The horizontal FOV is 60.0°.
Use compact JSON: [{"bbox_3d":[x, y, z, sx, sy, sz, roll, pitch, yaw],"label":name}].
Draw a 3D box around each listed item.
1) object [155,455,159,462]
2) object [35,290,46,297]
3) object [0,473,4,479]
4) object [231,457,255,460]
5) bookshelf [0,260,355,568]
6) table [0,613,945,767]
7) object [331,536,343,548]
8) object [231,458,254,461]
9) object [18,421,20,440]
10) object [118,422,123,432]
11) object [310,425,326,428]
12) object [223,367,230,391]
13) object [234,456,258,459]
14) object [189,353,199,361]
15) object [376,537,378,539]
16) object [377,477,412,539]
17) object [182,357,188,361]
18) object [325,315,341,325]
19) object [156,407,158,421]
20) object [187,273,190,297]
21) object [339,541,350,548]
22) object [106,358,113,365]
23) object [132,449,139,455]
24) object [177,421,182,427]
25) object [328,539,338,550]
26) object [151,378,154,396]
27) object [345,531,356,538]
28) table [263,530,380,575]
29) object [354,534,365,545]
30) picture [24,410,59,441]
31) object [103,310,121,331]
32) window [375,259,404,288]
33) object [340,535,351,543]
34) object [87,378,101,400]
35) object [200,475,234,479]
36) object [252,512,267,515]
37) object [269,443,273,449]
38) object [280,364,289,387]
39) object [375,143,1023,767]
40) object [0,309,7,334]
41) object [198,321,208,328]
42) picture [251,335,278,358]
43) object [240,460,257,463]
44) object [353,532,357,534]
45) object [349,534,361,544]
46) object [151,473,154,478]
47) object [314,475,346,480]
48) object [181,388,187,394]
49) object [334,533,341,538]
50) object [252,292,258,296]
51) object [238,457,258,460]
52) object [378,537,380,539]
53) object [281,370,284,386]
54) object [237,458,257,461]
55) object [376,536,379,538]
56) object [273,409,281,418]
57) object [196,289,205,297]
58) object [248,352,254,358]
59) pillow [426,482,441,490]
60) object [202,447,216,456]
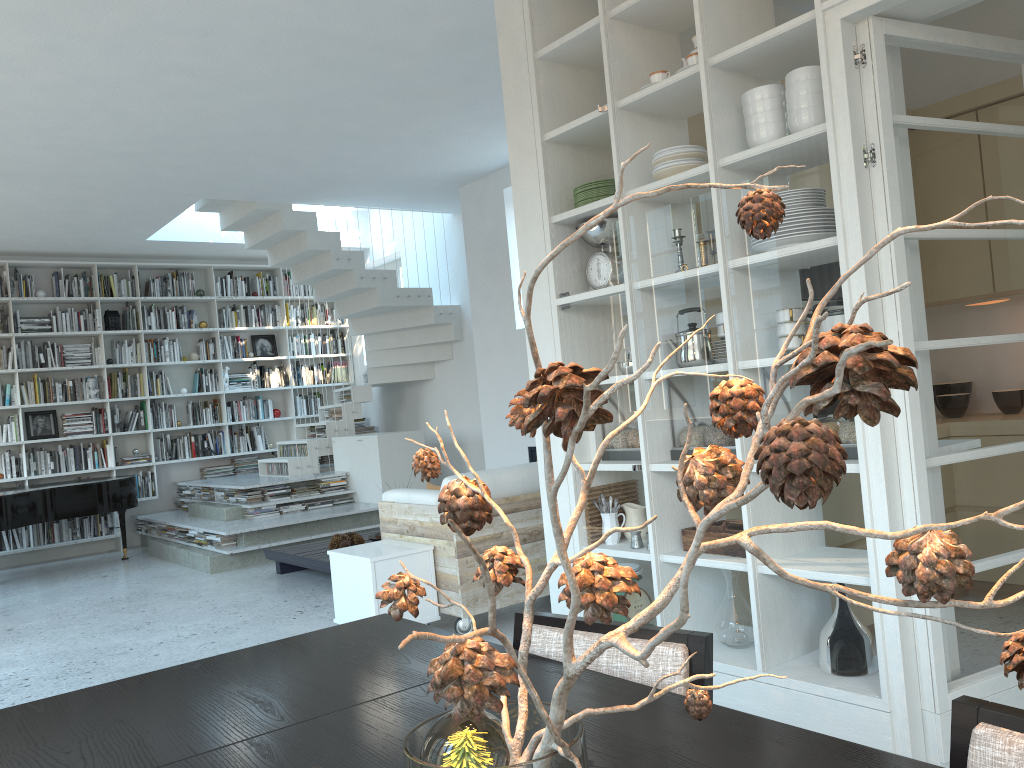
[{"bbox_3d":[-4.004,0.839,9.968,0.071,0.072,0.071,-6,-1,12],"label":"object"},{"bbox_3d":[-4.972,-0.941,9.353,0.104,0.106,0.105,-6,-1,31],"label":"object"},{"bbox_3d":[-5.204,0.939,9.020,0.061,0.062,0.061,-6,-1,12],"label":"object"},{"bbox_3d":[-3.205,0.888,10.600,0.254,0.006,0.161,-5,-1,-36],"label":"object"},{"bbox_3d":[-4.587,0.277,9.524,6.293,3.142,0.330,-5,-1,-37],"label":"bookshelf"},{"bbox_3d":[-0.044,0.878,0.947,1.085,0.736,2.200,-5,-1,-37],"label":"table"},{"bbox_3d":[-1.379,1.245,6.956,0.114,0.101,0.110,-6,-1,35],"label":"object"},{"bbox_3d":[-3.206,0.899,10.602,0.254,0.006,0.161,-5,-1,-37],"label":"object"},{"bbox_3d":[-5.129,0.491,9.204,0.017,0.216,0.103,-5,-1,-37],"label":"object"},{"bbox_3d":[-4.250,0.468,9.638,0.054,0.113,0.079,-5,-1,-38],"label":"object"},{"bbox_3d":[-2.203,0.478,10.126,0.161,0.025,0.174,-5,-1,-33],"label":"object"},{"bbox_3d":[-3.339,-0.059,10.360,0.087,0.288,0.075,-5,0,-2],"label":"object"},{"bbox_3d":[-3.200,0.882,10.593,0.285,0.005,0.159,-5,-1,-32],"label":"object"},{"bbox_3d":[-3.698,-0.310,10.308,0.111,0.113,0.111,-6,-1,31],"label":"object"},{"bbox_3d":[-1.073,1.235,7.059,0.026,0.027,0.030,-6,-1,20],"label":"object"},{"bbox_3d":[-0.913,0.968,7.016,0.309,0.522,0.435,-5,-1,-7],"label":"object"},{"bbox_3d":[-3.773,-0.283,10.219,0.068,0.068,0.068,-6,-1,31],"label":"object"},{"bbox_3d":[-2.280,-0.807,11.256,0.203,0.137,0.095,-5,-1,-21],"label":"object"},{"bbox_3d":[-4.033,0.378,10.031,0.007,0.266,0.135,-5,-1,-37],"label":"object"},{"bbox_3d":[-3.783,-1.132,10.320,0.006,0.298,0.129,-5,-1,-37],"label":"object"},{"bbox_3d":[-1.273,1.237,6.769,0.081,0.083,0.098,-5,-1,-32],"label":"object"},{"bbox_3d":[-4.384,-0.242,9.666,0.071,0.072,0.071,-6,-1,12],"label":"object"},{"bbox_3d":[-4.144,0.748,9.770,0.071,0.072,0.071,-6,-1,12],"label":"object"},{"bbox_3d":[-3.818,0.458,10.144,0.071,0.072,0.071,-6,-1,12],"label":"object"},{"bbox_3d":[-1.388,1.252,6.881,0.082,0.085,0.082,-5,-1,-22],"label":"object"},{"bbox_3d":[-4.077,0.042,10.004,0.013,0.208,0.140,-5,-1,-37],"label":"object"},{"bbox_3d":[-1.288,1.233,7.109,0.099,0.102,0.097,-6,-1,23],"label":"object"},{"bbox_3d":[-1.114,1.352,7.019,1.269,0.218,1.258,-5,-1,-37],"label":"table"},{"bbox_3d":[-1.198,1.229,6.957,0.083,0.100,0.092,-5,-1,-32],"label":"object"},{"bbox_3d":[-4.967,0.434,9.368,0.300,0.300,0.077,-5,-1,-37],"label":"picture"},{"bbox_3d":[-4.387,-0.692,9.734,0.135,0.248,0.135,-6,-1,43],"label":"object"},{"bbox_3d":[-1.353,-0.899,10.795,0.042,1.226,1.118,-5,-1,-37],"label":"window"},{"bbox_3d":[-1.319,1.234,6.995,0.094,0.108,0.108,-6,-1,21],"label":"object"},{"bbox_3d":[-4.499,0.056,9.512,0.138,0.244,0.137,-6,-1,18],"label":"object"},{"bbox_3d":[-3.450,1.088,10.387,0.345,0.007,0.193,-4,-1,-42],"label":"object"},{"bbox_3d":[-2.394,1.225,8.455,0.204,0.004,0.140,-5,-1,-34],"label":"object"},{"bbox_3d":[-2.945,0.755,10.792,0.071,0.072,0.071,-6,-1,12],"label":"object"},{"bbox_3d":[-2.769,-0.104,10.816,0.087,0.288,0.075,-5,0,-2],"label":"object"},{"bbox_3d":[0.099,0.187,0.490,0.542,0.601,0.317,-6,-1,24],"label":"object"},{"bbox_3d":[-5.182,-0.633,9.047,0.075,0.254,0.075,-6,0,32],"label":"object"},{"bbox_3d":[-3.593,-0.682,10.313,0.100,0.102,0.100,-6,-1,31],"label":"object"},{"bbox_3d":[-3.038,-0.456,10.891,0.300,0.300,0.077,-5,-1,-37],"label":"picture"},{"bbox_3d":[-3.205,0.932,10.600,0.254,0.006,0.161,-5,-1,-37],"label":"object"},{"bbox_3d":[-1.267,1.240,7.170,0.078,0.101,0.086,-6,-1,27],"label":"object"},{"bbox_3d":[-1.248,1.236,7.053,0.106,0.086,0.091,-5,-1,-23],"label":"object"},{"bbox_3d":[-3.996,1.117,9.878,0.011,0.260,0.142,-5,-1,-37],"label":"object"},{"bbox_3d":[-1.859,0.940,9.014,0.283,0.030,0.177,-5,-1,-37],"label":"object"},{"bbox_3d":[-3.763,0.083,10.170,0.071,0.072,0.071,-6,-1,12],"label":"object"},{"bbox_3d":[-1.382,1.233,7.040,0.090,0.106,0.097,-5,-1,-16],"label":"object"},{"bbox_3d":[-3.102,-1.075,10.705,0.071,0.072,0.071,-6,-1,12],"label":"object"},{"bbox_3d":[-3.206,0.894,10.602,0.285,0.005,0.159,-5,-1,-37],"label":"object"},{"bbox_3d":[-1.055,1.229,7.023,0.035,0.035,0.030,-5,-1,-14],"label":"object"},{"bbox_3d":[-2.847,-0.058,10.927,0.022,0.211,0.179,-5,-1,-37],"label":"object"},{"bbox_3d":[-3.205,0.905,10.602,0.254,0.006,0.161,-5,-1,-37],"label":"object"},{"bbox_3d":[-1.077,1.232,7.102,0.035,0.035,0.030,-5,-1,-39],"label":"object"},{"bbox_3d":[-2.884,0.362,10.839,0.115,0.116,0.115,-6,-1,31],"label":"object"},{"bbox_3d":[-3.624,-1.050,10.310,0.104,0.105,0.104,-6,-1,12],"label":"object"},{"bbox_3d":[-3.158,-0.344,10.683,0.091,0.092,0.091,-6,-1,12],"label":"object"},{"bbox_3d":[-0.349,0.721,5.065,0.200,0.339,0.463,-5,-1,-43],"label":"pillow"},{"bbox_3d":[-3.482,0.775,10.181,0.064,0.114,0.160,-6,-1,40],"label":"object"}]
